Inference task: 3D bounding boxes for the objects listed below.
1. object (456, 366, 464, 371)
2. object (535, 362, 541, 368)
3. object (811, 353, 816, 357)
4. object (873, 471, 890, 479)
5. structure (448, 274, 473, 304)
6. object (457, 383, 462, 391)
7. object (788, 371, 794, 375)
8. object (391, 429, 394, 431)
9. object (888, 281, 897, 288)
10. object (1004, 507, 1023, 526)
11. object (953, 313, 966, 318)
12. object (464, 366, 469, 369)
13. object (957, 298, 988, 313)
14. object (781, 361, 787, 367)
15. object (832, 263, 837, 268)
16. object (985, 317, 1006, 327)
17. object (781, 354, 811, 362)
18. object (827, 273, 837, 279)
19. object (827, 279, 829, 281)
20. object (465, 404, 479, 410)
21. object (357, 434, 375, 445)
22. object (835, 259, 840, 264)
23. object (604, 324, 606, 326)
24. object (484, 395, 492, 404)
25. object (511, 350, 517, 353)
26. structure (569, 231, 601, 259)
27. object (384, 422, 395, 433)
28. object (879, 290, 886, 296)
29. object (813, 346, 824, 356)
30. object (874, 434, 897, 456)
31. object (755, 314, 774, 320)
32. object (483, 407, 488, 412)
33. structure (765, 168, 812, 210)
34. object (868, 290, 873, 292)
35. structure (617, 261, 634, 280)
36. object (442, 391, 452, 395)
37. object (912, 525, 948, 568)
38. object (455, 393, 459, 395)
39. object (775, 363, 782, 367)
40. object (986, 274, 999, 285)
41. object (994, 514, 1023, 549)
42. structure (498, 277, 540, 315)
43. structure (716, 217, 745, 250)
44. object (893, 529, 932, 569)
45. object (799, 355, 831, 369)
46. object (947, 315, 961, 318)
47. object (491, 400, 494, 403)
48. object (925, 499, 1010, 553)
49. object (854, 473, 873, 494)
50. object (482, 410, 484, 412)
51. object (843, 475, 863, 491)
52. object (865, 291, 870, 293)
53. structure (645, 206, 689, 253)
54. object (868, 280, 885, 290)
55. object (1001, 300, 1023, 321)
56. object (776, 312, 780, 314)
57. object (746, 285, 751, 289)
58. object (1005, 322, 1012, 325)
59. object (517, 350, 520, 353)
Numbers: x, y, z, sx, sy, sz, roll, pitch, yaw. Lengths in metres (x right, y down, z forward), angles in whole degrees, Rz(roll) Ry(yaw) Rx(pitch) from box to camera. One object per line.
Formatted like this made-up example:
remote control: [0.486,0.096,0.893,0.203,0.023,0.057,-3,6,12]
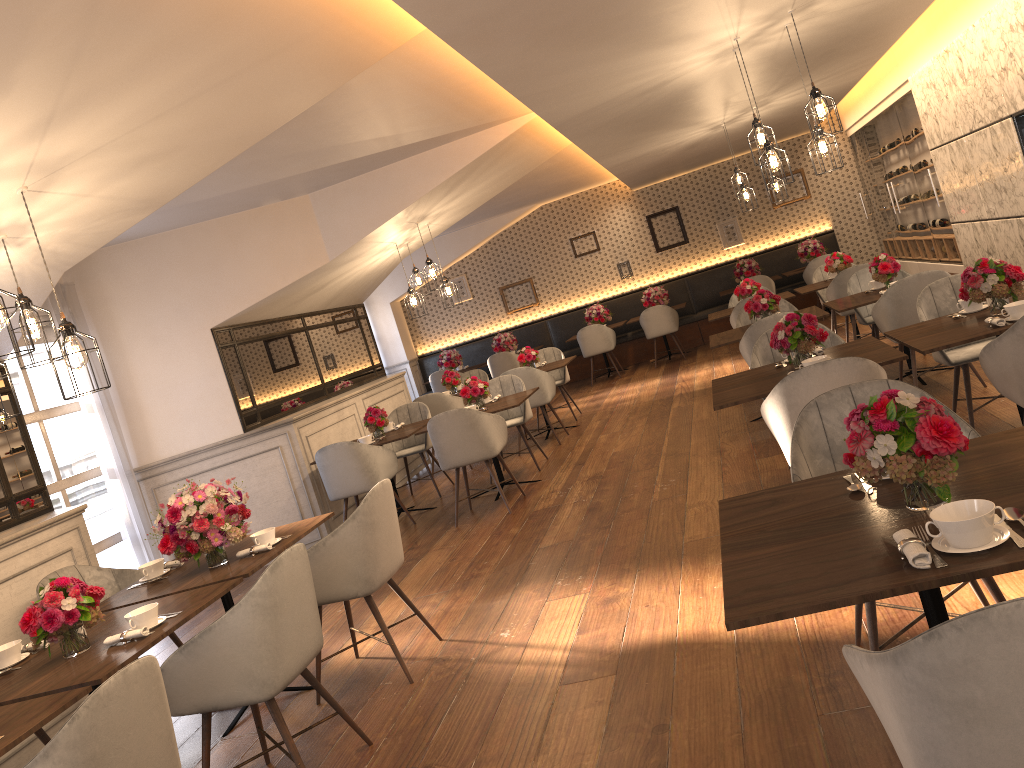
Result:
object: [-0.863,-0.260,14.545,0.149,0.072,0.147,-20,5,-29]
object: [0.248,-0.213,10.031,0.149,0.072,0.148,-19,4,-19]
object: [1.632,-0.165,4.813,0.025,0.024,0.194,-17,5,14]
object: [1.024,0.210,2.409,0.149,0.072,0.147,-20,5,-34]
structure: [-0.888,-1.611,15.060,0.339,0.439,0.035,-17,2,13]
object: [-0.632,0.043,10.249,0.149,0.072,0.148,-19,4,-19]
object: [1.356,-0.038,4.266,0.056,0.039,0.177,-16,5,14]
object: [-1.044,0.396,7.964,0.025,0.024,0.194,-17,5,14]
object: [2.857,-0.722,6.532,0.148,0.072,0.148,-18,4,-9]
object: [1.040,0.288,1.804,0.042,0.015,0.199,-16,5,18]
object: [2.340,-0.358,4.622,0.022,0.004,0.212,-16,5,14]
object: [-0.751,-0.275,14.520,0.056,0.039,0.177,-16,5,14]
object: [2.408,-0.416,4.629,0.149,0.072,0.147,-20,5,-34]
object: [1.485,-0.109,4.833,0.022,0.004,0.212,-16,5,14]
object: [3.350,-1.229,9.185,0.049,0.052,0.078,-16,4,24]
object: [2.212,-0.287,4.055,0.056,0.039,0.177,-16,5,14]
object: [1.553,-0.167,4.840,0.149,0.072,0.147,-20,5,-34]
object: [3.477,-1.178,9.544,0.148,0.072,0.148,-18,4,-9]
object: [3.409,-1.121,9.538,0.022,0.004,0.212,-16,5,14]
object: [-0.338,0.220,7.173,0.149,0.072,0.148,-19,4,-19]
object: [-1.218,0.475,7.390,0.149,0.072,0.148,-19,4,-19]
object: [3.361,-1.262,9.167,0.048,0.052,0.076,-18,4,-7]
object: [1.461,-0.918,13.973,0.056,0.039,0.177,-16,5,14]
object: [-0.243,0.137,7.773,0.149,0.072,0.148,-19,4,-19]
object: [0.000,-0.511,14.332,0.149,0.072,0.147,-20,5,-29]
structure: [1.200,-2.289,14.548,0.447,0.344,0.016,-16,2,13]
object: [-1.123,0.393,7.991,0.149,0.072,0.148,-19,4,-19]
object: [2.756,-0.675,6.558,0.056,0.039,0.177,-16,5,14]
object: [1.664,-0.182,4.814,0.056,0.039,0.177,-16,5,14]
object: [0.867,0.136,2.062,0.048,0.052,0.077,-16,4,19]
object: [2.097,-0.556,7.344,0.148,0.072,0.148,-18,4,-9]
object: [-0.228,0.216,7.168,0.042,0.015,0.199,-16,5,18]
structure: [4.300,-3.039,13.786,0.599,0.485,0.032,-17,2,13]
object: [2.885,-0.746,7.126,0.022,0.004,0.212,-16,5,14]
structure: [1.848,-1.857,14.446,0.215,0.277,0.018,-17,2,13]
object: [-0.727,0.125,9.648,0.149,0.072,0.148,-19,4,-19]
object: [0.864,0.335,1.837,0.025,0.024,0.194,-17,5,14]
object: [-0.616,0.121,9.644,0.042,0.015,0.199,-16,5,18]
object: [1.452,-0.106,4.848,0.042,0.015,0.198,-17,5,10]
object: [2.292,-0.501,4.251,0.048,0.052,0.076,-18,4,-7]
object: [1.017,0.300,1.817,0.022,0.004,0.212,-16,5,14]
structure: [0.120,-1.470,14.853,0.599,0.485,0.032,-17,2,13]
structure: [3.463,-2.385,14.033,0.339,0.439,0.035,-17,2,13]
object: [0.828,0.339,1.835,0.056,0.039,0.177,-16,5,14]
object: [1.458,-0.085,4.239,0.149,0.072,0.147,-20,5,-34]
object: [2.307,-0.355,4.637,0.042,0.015,0.198,-17,5,10]
object: [-0.164,0.140,7.747,0.025,0.024,0.194,-17,5,14]
object: [0.929,0.292,1.809,0.147,0.072,0.150,-14,5,36]
object: [0.957,0.268,2.402,0.022,0.004,0.212,-16,5,14]
object: [-0.250,0.227,7.181,0.022,0.004,0.212,-16,5,14]
object: [0.924,0.271,2.417,0.042,0.015,0.198,-17,5,10]
object: [2.859,-0.745,7.139,0.042,0.015,0.199,-16,5,18]
structure: [2.500,-2.483,14.242,0.542,0.631,0.035,-17,2,13]
object: [2.952,-0.804,7.132,0.148,0.072,0.148,-18,4,-9]
object: [2.313,-0.334,4.028,0.149,0.072,0.147,-20,5,-34]
object: [2.208,-0.570,7.318,0.056,0.039,0.177,-16,5,14]
object: [2.503,-1.024,9.410,0.046,0.052,0.077,-19,4,-24]
object: [2.248,-0.291,4.056,0.025,0.024,0.194,-17,5,14]
object: [0.112,-0.526,14.307,0.056,0.039,0.177,-16,5,14]
